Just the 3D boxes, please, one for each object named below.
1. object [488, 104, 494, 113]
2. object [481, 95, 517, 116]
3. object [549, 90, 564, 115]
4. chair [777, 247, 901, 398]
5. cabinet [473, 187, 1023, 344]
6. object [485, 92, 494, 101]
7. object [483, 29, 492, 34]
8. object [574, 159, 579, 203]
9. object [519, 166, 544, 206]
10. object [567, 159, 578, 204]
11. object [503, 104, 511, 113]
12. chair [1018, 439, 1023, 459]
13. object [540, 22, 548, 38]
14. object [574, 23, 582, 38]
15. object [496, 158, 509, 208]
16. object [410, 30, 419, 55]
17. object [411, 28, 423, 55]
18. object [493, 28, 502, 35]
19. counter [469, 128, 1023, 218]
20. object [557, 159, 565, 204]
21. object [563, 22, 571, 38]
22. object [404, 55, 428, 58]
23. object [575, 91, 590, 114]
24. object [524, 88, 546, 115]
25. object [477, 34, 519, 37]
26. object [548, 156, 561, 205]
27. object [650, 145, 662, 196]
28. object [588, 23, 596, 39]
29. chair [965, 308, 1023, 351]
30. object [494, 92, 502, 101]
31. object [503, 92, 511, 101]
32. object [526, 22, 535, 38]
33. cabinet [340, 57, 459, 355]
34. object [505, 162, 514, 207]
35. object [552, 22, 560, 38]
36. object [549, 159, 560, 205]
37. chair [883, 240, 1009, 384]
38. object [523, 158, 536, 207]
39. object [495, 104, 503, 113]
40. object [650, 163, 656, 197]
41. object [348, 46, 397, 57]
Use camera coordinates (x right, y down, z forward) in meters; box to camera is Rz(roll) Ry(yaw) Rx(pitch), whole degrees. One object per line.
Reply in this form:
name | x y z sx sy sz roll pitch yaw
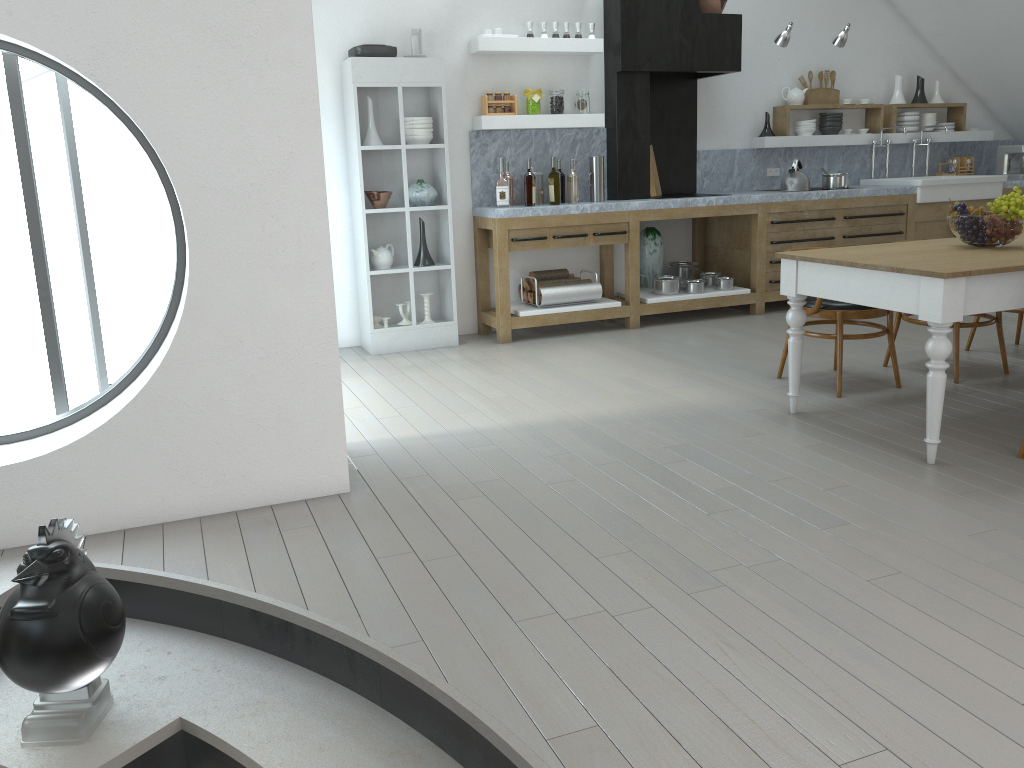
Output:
object | -0.160 -2.006 6.476 0.058 0.075 0.059 -2 13 2
object | -0.097 -2.037 6.494 0.237 0.145 0.121 -7 14 -21
object | 0.336 -2.109 6.639 0.120 0.181 0.121 -3 13 -6
chair | 1.793 -0.371 4.942 0.528 0.730 0.624 -7 14 -21
cabinet | 2.724 -1.153 7.884 6.435 1.016 1.009 -7 14 -21
object | -0.163 -2.089 6.458 0.058 0.075 0.059 -2 13 2
object | -0.173 -2.509 6.357 0.058 0.060 0.057 -7 14 -21
object | 0.466 -1.547 6.762 0.081 0.327 0.082 -1 12 6
object | 0.148 -1.483 6.634 0.184 0.284 0.185 -2 13 3
object | 0.457 -1.518 6.655 0.085 0.329 0.086 -5 13 -12
object | -0.036 -2.022 6.523 0.058 0.075 0.059 -2 13 2
chair | 2.372 -0.006 3.367 0.528 0.730 0.625 -6 13 -17
object | 0.235 -2.590 6.500 0.068 0.123 0.064 -9 14 -27
object | 0.493 -2.621 6.588 0.068 0.123 0.064 -9 14 -27
object | -0.071 -1.462 6.445 0.088 0.357 0.086 -2 12 0
object | -0.662 -2.316 6.048 0.054 0.195 0.054 -1 12 4
object | -0.655 -2.349 6.151 0.071 0.210 0.073 -2 12 2
object | -0.104 -2.523 6.381 0.054 0.070 0.054 -7 14 -21
counter | 2.755 -1.962 7.758 6.583 0.616 0.966 -7 14 -21
object | 0.362 -1.537 6.738 0.085 0.329 0.086 -5 13 -12
object | 0.403 -2.611 6.563 0.068 0.123 0.064 -9 14 -27
object | -0.656 -2.242 6.121 0.150 0.024 0.297 -1 14 3
object | 0.536 -2.133 6.717 0.103 0.177 0.209 -2 13 1
object | 0.151 -2.091 6.565 0.163 0.198 0.128 -8 14 -26
object | -0.103 -2.496 6.387 0.295 0.024 0.114 -7 15 -21
object | 0.309 -1.486 6.504 0.092 0.356 0.093 3 13 22
object | 1.179 -1.780 7.407 0.148 0.425 0.079 1 13 14
object | 0.596 -2.634 6.627 0.068 0.123 0.064 -9 14 -27
chair | 3.144 -0.547 5.453 0.528 0.730 0.625 -6 13 -17
object | -0.101 -2.097 6.482 0.058 0.075 0.059 -2 13 2
object | -0.039 -2.106 6.505 0.058 0.075 0.059 -2 13 2
object | 0.132 -2.576 6.461 0.068 0.123 0.064 -9 14 -27
cabinet | -0.785 -1.245 6.266 0.642 1.977 0.363 -7 13 -21
object | -0.032 -1.476 6.558 0.085 0.329 0.086 -5 13 -12
object | 0.320 -2.597 6.517 0.068 0.123 0.064 -9 14 -27
object | 0.316 -1.511 6.621 0.092 0.337 0.092 -3 12 -3
chair | 2.489 -0.446 5.142 0.528 0.730 0.624 -8 14 -24
object | 0.126 -1.458 6.432 0.092 0.357 0.093 1 13 13
object | -0.098 -2.014 6.500 0.058 0.075 0.059 -2 13 2
object | 1.123 -1.689 7.238 0.081 0.334 0.149 -9 14 -30
object | -0.943 -2.207 6.007 0.299 0.119 0.300 -7 14 -20
